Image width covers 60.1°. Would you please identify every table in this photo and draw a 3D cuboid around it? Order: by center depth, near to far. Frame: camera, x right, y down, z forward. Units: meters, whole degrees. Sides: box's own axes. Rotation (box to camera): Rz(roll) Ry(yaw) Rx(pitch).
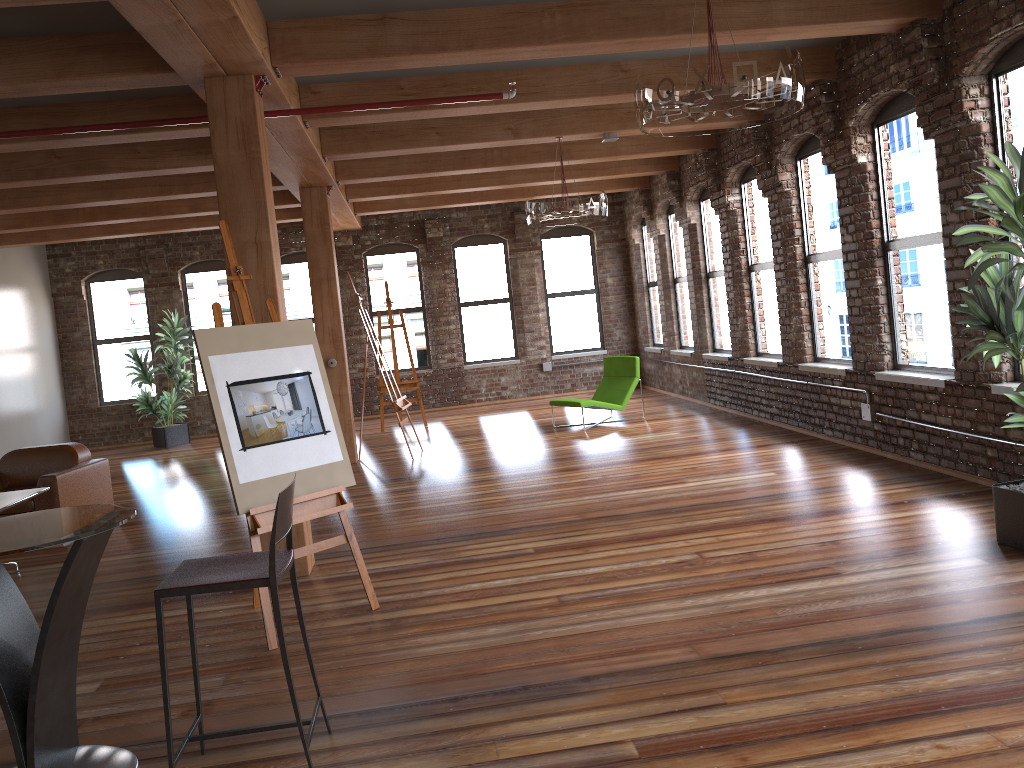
[{"bbox_3d":[-1.634,0.957,3.060,0.720,0.923,0.724,-5,3,19],"label":"table"},{"bbox_3d":[-3.743,1.152,5.565,0.940,0.559,1.874,-6,4,-6],"label":"table"}]

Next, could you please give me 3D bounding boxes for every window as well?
[{"bbox_3d":[3.190,-1.016,5.298,0.235,2.211,0.970,-6,2,-6],"label":"window"},{"bbox_3d":[3.030,-1.117,6.756,0.232,2.211,0.970,-6,2,-6],"label":"window"},{"bbox_3d":[2.873,-1.217,8.215,0.236,2.211,0.970,-6,2,-6],"label":"window"},{"bbox_3d":[2.711,-1.317,9.673,0.230,2.211,0.970,-6,2,-6],"label":"window"},{"bbox_3d":[2.554,-1.418,11.128,0.233,2.211,0.970,-6,2,-6],"label":"window"},{"bbox_3d":[2.394,-1.518,12.587,0.232,2.211,0.970,-6,2,-6],"label":"window"},{"bbox_3d":[2.233,-1.620,14.072,0.232,2.211,0.970,-6,2,-6],"label":"window"},{"bbox_3d":[-6.294,-0.771,14.344,0.969,2.166,0.086,-6,2,-6],"label":"window"},{"bbox_3d":[-4.818,-0.939,14.501,0.969,2.166,0.086,-6,2,-6],"label":"window"},{"bbox_3d":[-3.355,-1.070,14.590,0.969,2.224,0.221,-6,2,-6],"label":"window"},{"bbox_3d":[-1.906,-1.234,14.744,0.969,2.224,0.221,-6,2,-6],"label":"window"},{"bbox_3d":[-0.452,-1.404,14.900,0.969,2.215,0.219,-6,2,-6],"label":"window"},{"bbox_3d":[1.018,-1.570,15.056,0.969,2.215,0.219,-6,2,-6],"label":"window"}]

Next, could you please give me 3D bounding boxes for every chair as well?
[{"bbox_3d":[-0.930,0.849,3.044,0.467,0.980,0.430,-6,2,-6],"label":"chair"},{"bbox_3d":[-4.158,0.946,7.596,1.063,0.734,0.832,-6,3,4],"label":"chair"},{"bbox_3d":[1.034,0.099,10.992,0.958,0.795,0.680,-8,4,-31],"label":"chair"}]

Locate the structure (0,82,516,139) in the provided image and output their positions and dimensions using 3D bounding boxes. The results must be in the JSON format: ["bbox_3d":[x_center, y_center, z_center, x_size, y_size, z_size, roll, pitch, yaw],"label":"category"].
[{"bbox_3d":[-3.332,-1.729,6.006,6.811,0.112,0.051,-6,2,-6],"label":"structure"}]

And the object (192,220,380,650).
[{"bbox_3d":[-1.269,0.172,4.664,0.684,2.137,0.704,-4,3,44],"label":"object"}]

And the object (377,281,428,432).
[{"bbox_3d":[-1.697,-0.439,12.835,0.662,2.137,0.685,-6,2,-11],"label":"object"}]

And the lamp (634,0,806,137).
[{"bbox_3d":[0.971,-1.693,4.295,0.808,0.813,0.812,-4,4,37],"label":"lamp"}]

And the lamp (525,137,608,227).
[{"bbox_3d":[0.500,-1.991,8.616,0.808,0.813,0.812,-4,4,30],"label":"lamp"}]

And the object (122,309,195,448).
[{"bbox_3d":[-5.395,-0.097,13.660,1.083,2.100,0.966,-7,3,-28],"label":"object"}]

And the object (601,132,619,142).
[{"bbox_3d":[0.960,-2.427,8.694,0.145,0.072,0.148,-6,4,-6],"label":"object"}]

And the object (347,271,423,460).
[{"bbox_3d":[-1.507,-0.231,9.987,0.684,2.137,0.663,-6,2,4],"label":"object"}]

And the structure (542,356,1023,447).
[{"bbox_3d":[2.845,0.076,8.439,1.635,0.312,13.724,-7,5,-13],"label":"structure"}]

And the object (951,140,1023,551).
[{"bbox_3d":[2.746,-0.218,4.534,0.966,2.100,1.083,-6,3,7],"label":"object"}]

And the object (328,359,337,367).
[{"bbox_3d":[-1.979,-0.231,9.743,0.095,0.095,0.061,-6,3,-6],"label":"object"}]
